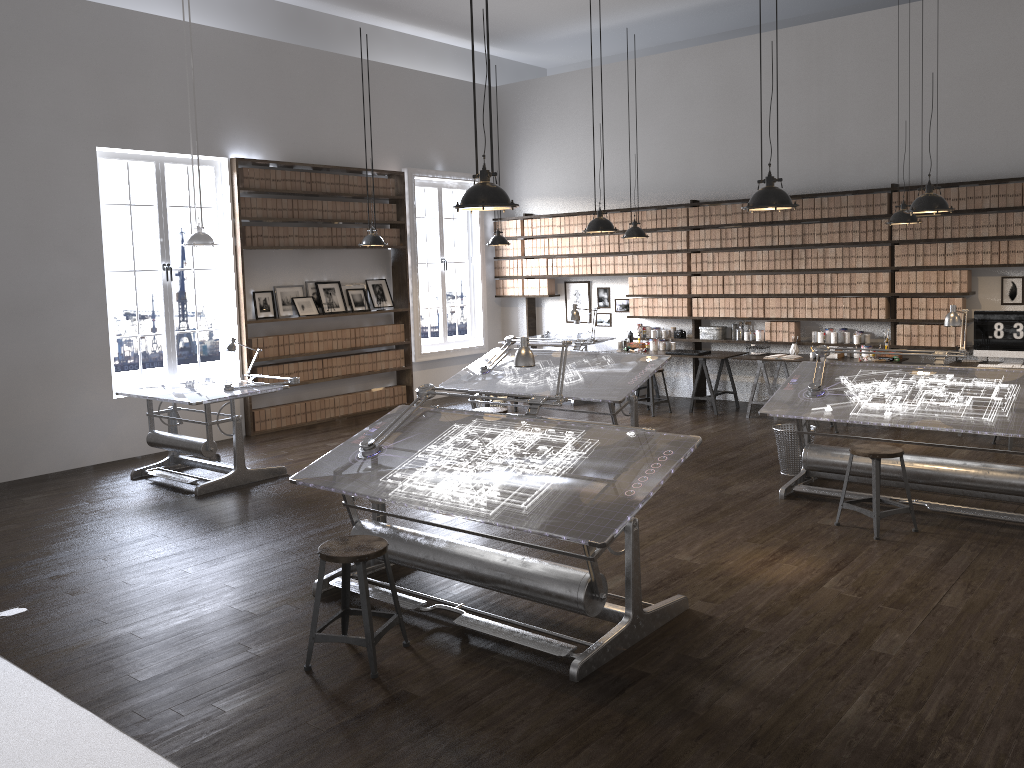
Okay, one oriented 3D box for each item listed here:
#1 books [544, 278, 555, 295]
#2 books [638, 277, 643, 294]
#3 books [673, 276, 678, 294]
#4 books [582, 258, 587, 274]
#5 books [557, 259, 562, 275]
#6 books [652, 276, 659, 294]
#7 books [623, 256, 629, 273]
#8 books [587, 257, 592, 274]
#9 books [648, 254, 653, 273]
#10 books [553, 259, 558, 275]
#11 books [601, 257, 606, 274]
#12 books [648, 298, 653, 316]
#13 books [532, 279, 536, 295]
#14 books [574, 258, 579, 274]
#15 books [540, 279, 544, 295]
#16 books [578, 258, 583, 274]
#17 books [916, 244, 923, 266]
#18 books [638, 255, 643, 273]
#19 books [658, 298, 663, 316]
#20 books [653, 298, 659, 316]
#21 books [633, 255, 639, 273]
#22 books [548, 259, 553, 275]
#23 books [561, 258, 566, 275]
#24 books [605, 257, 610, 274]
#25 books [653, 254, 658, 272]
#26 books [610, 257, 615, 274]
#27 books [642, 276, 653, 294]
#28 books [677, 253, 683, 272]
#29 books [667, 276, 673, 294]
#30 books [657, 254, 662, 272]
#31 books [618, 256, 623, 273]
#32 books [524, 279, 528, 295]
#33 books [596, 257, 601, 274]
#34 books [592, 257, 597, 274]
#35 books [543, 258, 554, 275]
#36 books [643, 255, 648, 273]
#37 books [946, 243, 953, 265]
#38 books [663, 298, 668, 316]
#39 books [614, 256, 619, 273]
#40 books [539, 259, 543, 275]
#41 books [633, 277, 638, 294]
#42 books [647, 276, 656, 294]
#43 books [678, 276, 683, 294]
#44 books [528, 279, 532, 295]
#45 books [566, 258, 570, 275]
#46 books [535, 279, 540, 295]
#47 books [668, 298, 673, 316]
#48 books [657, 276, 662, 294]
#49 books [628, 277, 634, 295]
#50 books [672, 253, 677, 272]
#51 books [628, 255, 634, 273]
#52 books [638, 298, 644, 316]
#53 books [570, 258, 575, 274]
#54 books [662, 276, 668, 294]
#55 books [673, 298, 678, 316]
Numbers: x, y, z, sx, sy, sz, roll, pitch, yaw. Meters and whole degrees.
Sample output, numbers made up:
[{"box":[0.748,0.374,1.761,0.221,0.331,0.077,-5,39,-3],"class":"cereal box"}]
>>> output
[{"box":[0.515,-1.338,12.203,0.067,0.225,0.175,2,7,39],"class":"books"},{"box":[1.674,-1.250,11.255,0.067,0.224,0.175,2,7,39],"class":"books"},{"box":[2.059,-1.221,10.943,0.067,0.224,0.175,2,7,39],"class":"books"},{"box":[1.014,-1.568,11.768,0.067,0.224,0.175,2,7,39],"class":"books"},{"box":[0.694,-1.592,12.028,0.067,0.225,0.175,2,7,39],"class":"books"},{"box":[1.833,-1.238,11.126,0.067,0.225,0.175,2,7,39],"class":"books"},{"box":[1.500,-1.530,11.364,0.067,0.225,0.175,2,7,39],"class":"books"},{"box":[1.068,-1.563,11.717,0.067,0.225,0.175,2,7,39],"class":"books"},{"box":[1.779,-1.516,11.135,0.067,0.225,0.175,2,7,39],"class":"books"},{"box":[0.637,-1.595,12.069,0.067,0.225,0.175,2,7,39],"class":"books"},{"box":[1.239,-1.551,11.583,0.067,0.225,0.175,2,7,39],"class":"books"},{"box":[1.794,-0.973,11.186,0.067,0.225,0.175,2,7,39],"class":"books"},{"box":[0.355,-1.350,12.333,0.067,0.224,0.175,2,7,39],"class":"books"},{"box":[0.910,-1.574,11.844,0.067,0.225,0.175,2,7,39],"class":"books"},{"box":[0.462,-1.342,12.249,0.067,0.225,0.175,2,7,39],"class":"books"},{"box":[0.962,-1.571,11.807,0.067,0.224,0.175,2,7,39],"class":"books"},{"box":[4.227,-1.330,9.137,0.067,0.225,0.175,2,7,39],"class":"books"},{"box":[1.674,-1.525,11.229,0.067,0.225,0.175,2,7,39],"class":"books"},{"box":[1.901,-0.965,11.096,0.067,0.225,0.175,2,7,39],"class":"books"},{"box":[1.850,-0.969,11.143,0.067,0.225,0.175,2,7,39],"class":"books"},{"box":[1.617,-1.528,11.270,0.067,0.225,0.175,2,7,39],"class":"books"},{"box":[0.575,-1.600,12.123,0.067,0.224,0.175,2,7,39],"class":"books"},{"box":[0.749,-1.588,11.985,0.067,0.225,0.175,2,7,39],"class":"books"},{"box":[1.294,-1.546,11.538,0.067,0.225,0.175,2,7,39],"class":"books"},{"box":[1.836,-1.512,11.091,0.067,0.224,0.175,2,7,39],"class":"books"},{"box":[1.343,-1.542,11.491,0.067,0.225,0.175,2,7,39],"class":"books"},{"box":[1.723,-1.246,11.209,0.067,0.225,0.175,2,7,39],"class":"books"},{"box":[2.097,-1.492,10.876,0.067,0.225,0.175,2,7,39],"class":"books"},{"box":[1.998,-1.225,10.985,0.067,0.225,0.175,2,7,39],"class":"books"},{"box":[1.886,-1.508,11.053,0.067,0.224,0.175,2,7,39],"class":"books"},{"box":[1.445,-1.534,11.411,0.067,0.224,0.175,2,7,39],"class":"books"},{"box":[0.248,-1.357,12.416,0.067,0.225,0.175,2,7,39],"class":"books"},{"box":[1.182,-1.554,11.625,0.067,0.225,0.175,2,7,39],"class":"books"},{"box":[1.130,-1.559,11.673,0.067,0.225,0.175,2,7,39],"class":"books"},{"box":[0.503,-1.612,12.176,0.067,0.225,0.175,2,7,39],"class":"books"},{"box":[1.727,-1.520,11.183,0.067,0.225,0.175,2,7,39],"class":"books"},{"box":[4.446,-1.314,8.958,0.067,0.224,0.175,2,7,39],"class":"books"},{"box":[1.955,-0.960,11.047,0.067,0.225,0.175,2,7,39],"class":"books"},{"box":[1.397,-1.538,11.452,0.067,0.224,0.175,2,7,39],"class":"books"},{"box":[0.457,-1.616,12.220,0.067,0.224,0.175,2,7,39],"class":"books"},{"box":[1.624,-1.254,11.294,0.067,0.224,0.175,2,7,39],"class":"books"},{"box":[1.778,-1.242,11.171,0.067,0.225,0.175,2,7,39],"class":"books"},{"box":[2.116,-1.217,10.893,0.067,0.224,0.175,2,7,39],"class":"books"},{"box":[0.305,-1.353,12.372,0.067,0.224,0.175,2,7,39],"class":"books"},{"box":[0.801,-1.583,11.938,0.067,0.225,0.175,2,7,39],"class":"books"},{"box":[0.404,-1.345,12.287,0.067,0.225,0.175,2,7,39],"class":"books"},{"box":[2.011,-0.956,11.002,0.067,0.225,0.175,2,7,39],"class":"books"},{"box":[1.886,-1.234,11.078,0.067,0.225,0.175,2,7,39],"class":"books"},{"box":[1.567,-1.258,11.338,0.067,0.225,0.175,2,7,39],"class":"books"},{"box":[2.045,-1.497,10.924,0.067,0.225,0.175,2,7,39],"class":"books"},{"box":[1.559,-1.532,11.313,0.067,0.225,0.175,2,7,39],"class":"books"},{"box":[1.683,-0.981,11.275,0.067,0.224,0.175,2,7,39],"class":"books"},{"box":[0.854,-1.579,11.890,0.067,0.225,0.175,2,7,39],"class":"books"},{"box":[1.944,-1.230,11.037,0.067,0.225,0.175,2,7,39],"class":"books"},{"box":[2.063,-0.953,10.965,0.067,0.224,0.175,2,7,39],"class":"books"}]
